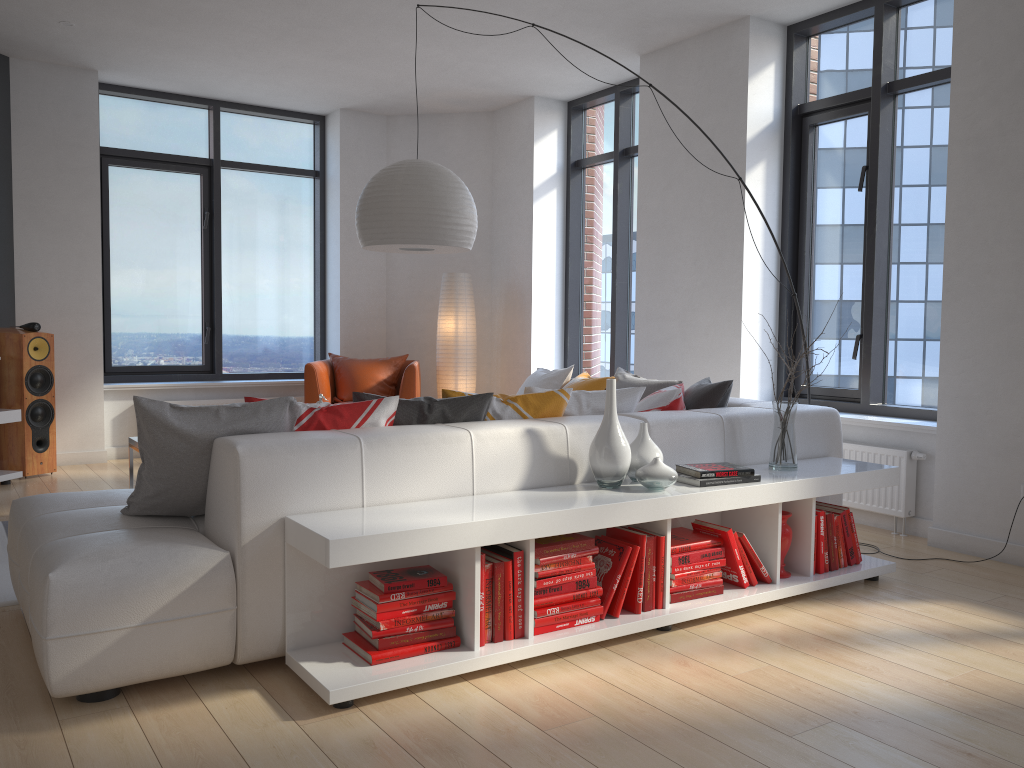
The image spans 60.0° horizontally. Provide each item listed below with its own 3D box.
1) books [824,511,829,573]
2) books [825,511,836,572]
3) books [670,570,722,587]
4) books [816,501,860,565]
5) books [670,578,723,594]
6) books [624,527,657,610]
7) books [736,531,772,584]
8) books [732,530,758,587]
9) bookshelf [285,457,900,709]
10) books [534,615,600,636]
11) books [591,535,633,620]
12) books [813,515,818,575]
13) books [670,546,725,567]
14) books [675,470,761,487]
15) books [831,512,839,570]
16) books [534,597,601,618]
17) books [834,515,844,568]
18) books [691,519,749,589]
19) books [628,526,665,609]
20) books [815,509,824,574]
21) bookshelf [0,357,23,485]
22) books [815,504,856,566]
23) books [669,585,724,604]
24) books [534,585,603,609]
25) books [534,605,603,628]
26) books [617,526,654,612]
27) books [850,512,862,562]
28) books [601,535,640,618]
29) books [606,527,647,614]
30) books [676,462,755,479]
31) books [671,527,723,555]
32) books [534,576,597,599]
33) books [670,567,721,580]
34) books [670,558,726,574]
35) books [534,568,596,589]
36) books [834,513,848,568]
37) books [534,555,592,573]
[{"bbox_3d":[1.251,0.650,3.745,0.056,0.262,0.185,-2,4,-33],"label":"books"},{"bbox_3d":[1.276,0.653,3.771,0.076,0.252,0.199,-2,4,-33],"label":"books"},{"bbox_3d":[0.643,0.723,3.387,0.257,0.025,0.182,-2,4,-33],"label":"books"},{"bbox_3d":[1.406,0.646,3.867,0.116,0.255,0.198,-2,4,-33],"label":"books"},{"bbox_3d":[0.637,0.749,3.377,0.266,0.026,0.187,-1,4,-28],"label":"books"},{"bbox_3d":[0.458,0.671,3.240,0.028,0.266,0.188,-2,4,-33],"label":"books"},{"bbox_3d":[0.907,0.679,3.538,0.186,0.223,0.188,-2,4,-33],"label":"books"},{"bbox_3d":[0.861,0.674,3.507,0.148,0.232,0.171,-2,4,-32],"label":"books"},{"bbox_3d":[0.490,0.629,3.281,2.600,0.500,0.356,-2,4,-33],"label":"bookshelf"},{"bbox_3d":[0.131,0.797,3.042,0.274,0.029,0.200,-2,4,-33],"label":"books"},{"bbox_3d":[0.313,0.682,3.146,0.144,0.247,0.188,-2,4,-33],"label":"books"},{"bbox_3d":[1.197,0.656,3.703,0.026,0.250,0.168,-2,4,-34],"label":"books"},{"bbox_3d":[0.641,0.640,3.395,0.279,0.039,0.206,-2,4,-34],"label":"books"},{"bbox_3d":[0.768,0.359,3.448,0.300,0.026,0.245,-1,4,-28],"label":"books"},{"bbox_3d":[1.306,0.656,3.779,0.066,0.247,0.175,-2,4,-33],"label":"books"},{"bbox_3d":[0.140,0.742,3.028,0.266,0.026,0.187,-2,4,-34],"label":"books"},{"bbox_3d":[1.332,0.661,3.803,0.081,0.230,0.165,-2,4,-33],"label":"books"},{"bbox_3d":[0.817,0.666,3.486,0.134,0.248,0.192,-2,4,-33],"label":"books"},{"bbox_3d":[0.489,0.668,3.242,0.028,0.269,0.181,-2,4,-34],"label":"books"},{"bbox_3d":[1.224,0.646,3.729,0.050,0.268,0.198,-2,4,-33],"label":"books"},{"bbox_3d":[-3.827,-0.272,4.522,0.455,2.052,3.000,1,4,12],"label":"bookshelf"},{"bbox_3d":[1.380,0.651,3.846,0.119,0.249,0.187,-2,4,-33],"label":"books"},{"bbox_3d":[0.640,0.777,3.391,0.259,0.034,0.206,-1,4,-30],"label":"books"},{"bbox_3d":[0.124,0.712,3.059,0.301,0.032,0.227,-2,4,-33],"label":"books"},{"bbox_3d":[0.144,0.769,3.028,0.282,0.030,0.188,-2,4,-32],"label":"books"},{"bbox_3d":[0.427,0.668,3.231,0.038,0.270,0.215,-2,4,-33],"label":"books"},{"bbox_3d":[1.433,0.658,3.888,0.103,0.230,0.173,-2,4,-33],"label":"books"},{"bbox_3d":[0.351,0.682,3.163,0.115,0.245,0.192,-2,4,-33],"label":"books"},{"bbox_3d":[0.404,0.665,3.196,0.046,0.282,0.199,-2,4,-33],"label":"books"},{"bbox_3d":[0.781,0.334,3.426,0.238,0.027,0.188,-1,4,-20],"label":"books"},{"bbox_3d":[0.622,0.604,3.410,0.301,0.032,0.227,-2,4,-33],"label":"books"},{"bbox_3d":[0.119,0.677,3.054,0.279,0.039,0.206,-2,4,-32],"label":"books"},{"bbox_3d":[0.646,0.700,3.378,0.236,0.023,0.178,-2,4,-33],"label":"books"},{"bbox_3d":[0.651,0.674,3.385,0.261,0.027,0.191,-1,4,-29],"label":"books"},{"bbox_3d":[0.126,0.645,3.037,0.261,0.027,0.191,-2,4,-37],"label":"books"},{"bbox_3d":[1.351,0.659,3.819,0.083,0.233,0.178,-2,4,-33],"label":"books"},{"bbox_3d":[0.116,0.596,3.032,0.257,0.025,0.182,-2,4,-33],"label":"books"}]
